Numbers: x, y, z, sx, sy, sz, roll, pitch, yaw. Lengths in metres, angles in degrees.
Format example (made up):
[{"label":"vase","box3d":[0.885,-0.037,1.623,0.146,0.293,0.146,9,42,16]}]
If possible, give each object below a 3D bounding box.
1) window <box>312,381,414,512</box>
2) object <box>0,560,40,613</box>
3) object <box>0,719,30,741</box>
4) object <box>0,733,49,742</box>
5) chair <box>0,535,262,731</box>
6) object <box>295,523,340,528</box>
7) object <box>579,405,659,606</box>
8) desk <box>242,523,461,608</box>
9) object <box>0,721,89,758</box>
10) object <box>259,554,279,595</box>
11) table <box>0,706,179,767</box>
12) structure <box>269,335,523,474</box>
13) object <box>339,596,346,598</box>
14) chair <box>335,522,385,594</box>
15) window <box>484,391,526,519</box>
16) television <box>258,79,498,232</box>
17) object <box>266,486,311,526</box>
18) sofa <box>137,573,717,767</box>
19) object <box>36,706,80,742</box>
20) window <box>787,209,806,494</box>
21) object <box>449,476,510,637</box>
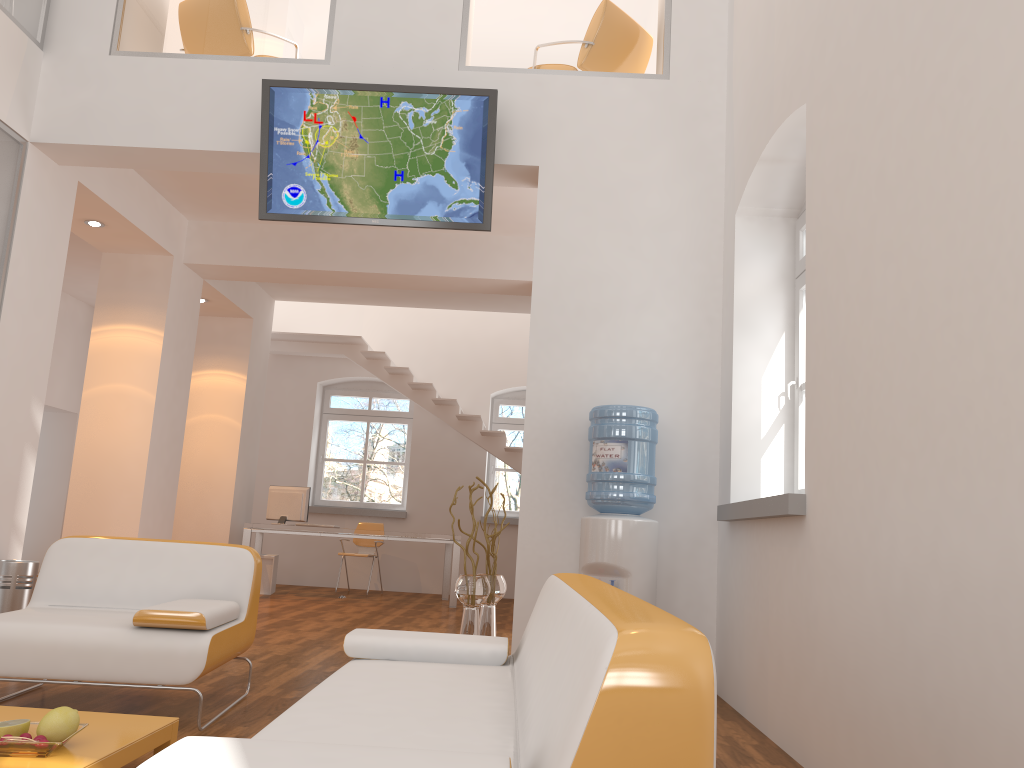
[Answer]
[{"label":"window","box3d":[-1.958,0.823,11.901,1.308,1.737,0.142,3,-10,2]},{"label":"object","box3d":[-2.978,1.281,5.272,0.248,0.450,0.248,-6,-14,45]},{"label":"object","box3d":[-1.317,0.916,2.323,0.091,0.065,0.092,11,-12,-36]},{"label":"object","box3d":[-1.233,0.915,2.262,0.134,0.037,0.061,2,-10,9]},{"label":"chair","box3d":[-1.589,0.971,3.621,0.923,0.661,0.825,4,-10,-3]},{"label":"object","box3d":[-2.184,1.592,9.974,0.467,0.031,0.200,1,-10,12]},{"label":"object","box3d":[0.568,0.873,4.726,0.436,1.490,0.436,6,-10,-13]},{"label":"desk","box3d":[-1.747,1.971,9.721,2.239,0.750,1.092,5,-10,-8]},{"label":"object","box3d":[-1.247,0.921,2.288,0.227,0.048,0.227,5,-10,-9]},{"label":"object","box3d":[-2.721,2.101,9.795,0.200,0.422,0.474,5,-10,-8]},{"label":"table","box3d":[-1.551,1.002,2.278,1.000,0.150,1.000,3,-10,2]},{"label":"structure","box3d":[-1.015,0.867,9.767,4.630,3.042,3.450,3,-10,2]},{"label":"object","box3d":[-1.859,2.337,9.721,0.054,0.035,0.115,1,-10,12]},{"label":"chair","box3d":[-1.816,2.082,10.668,0.495,0.829,0.464,1,-10,17]},{"label":"window","box3d":[0.331,0.948,11.829,1.308,1.737,0.142,3,-10,2]},{"label":"television","box3d":[-0.798,-1.351,5.254,1.388,0.803,0.266,3,-10,2]},{"label":"object","box3d":[-2.465,1.314,9.601,0.516,0.418,0.245,-3,-11,31]},{"label":"sofa","box3d":[-0.146,0.807,2.154,0.825,0.661,2.010,3,-10,0]},{"label":"object","box3d":[-1.205,0.908,2.355,0.102,0.095,0.101,9,-11,-28]},{"label":"window","box3d":[1.535,-0.236,4.185,0.142,1.627,1.302,3,-10,2]},{"label":"object","box3d":[-0.159,1.111,5.249,0.284,1.112,0.655,-1,-11,23]}]
